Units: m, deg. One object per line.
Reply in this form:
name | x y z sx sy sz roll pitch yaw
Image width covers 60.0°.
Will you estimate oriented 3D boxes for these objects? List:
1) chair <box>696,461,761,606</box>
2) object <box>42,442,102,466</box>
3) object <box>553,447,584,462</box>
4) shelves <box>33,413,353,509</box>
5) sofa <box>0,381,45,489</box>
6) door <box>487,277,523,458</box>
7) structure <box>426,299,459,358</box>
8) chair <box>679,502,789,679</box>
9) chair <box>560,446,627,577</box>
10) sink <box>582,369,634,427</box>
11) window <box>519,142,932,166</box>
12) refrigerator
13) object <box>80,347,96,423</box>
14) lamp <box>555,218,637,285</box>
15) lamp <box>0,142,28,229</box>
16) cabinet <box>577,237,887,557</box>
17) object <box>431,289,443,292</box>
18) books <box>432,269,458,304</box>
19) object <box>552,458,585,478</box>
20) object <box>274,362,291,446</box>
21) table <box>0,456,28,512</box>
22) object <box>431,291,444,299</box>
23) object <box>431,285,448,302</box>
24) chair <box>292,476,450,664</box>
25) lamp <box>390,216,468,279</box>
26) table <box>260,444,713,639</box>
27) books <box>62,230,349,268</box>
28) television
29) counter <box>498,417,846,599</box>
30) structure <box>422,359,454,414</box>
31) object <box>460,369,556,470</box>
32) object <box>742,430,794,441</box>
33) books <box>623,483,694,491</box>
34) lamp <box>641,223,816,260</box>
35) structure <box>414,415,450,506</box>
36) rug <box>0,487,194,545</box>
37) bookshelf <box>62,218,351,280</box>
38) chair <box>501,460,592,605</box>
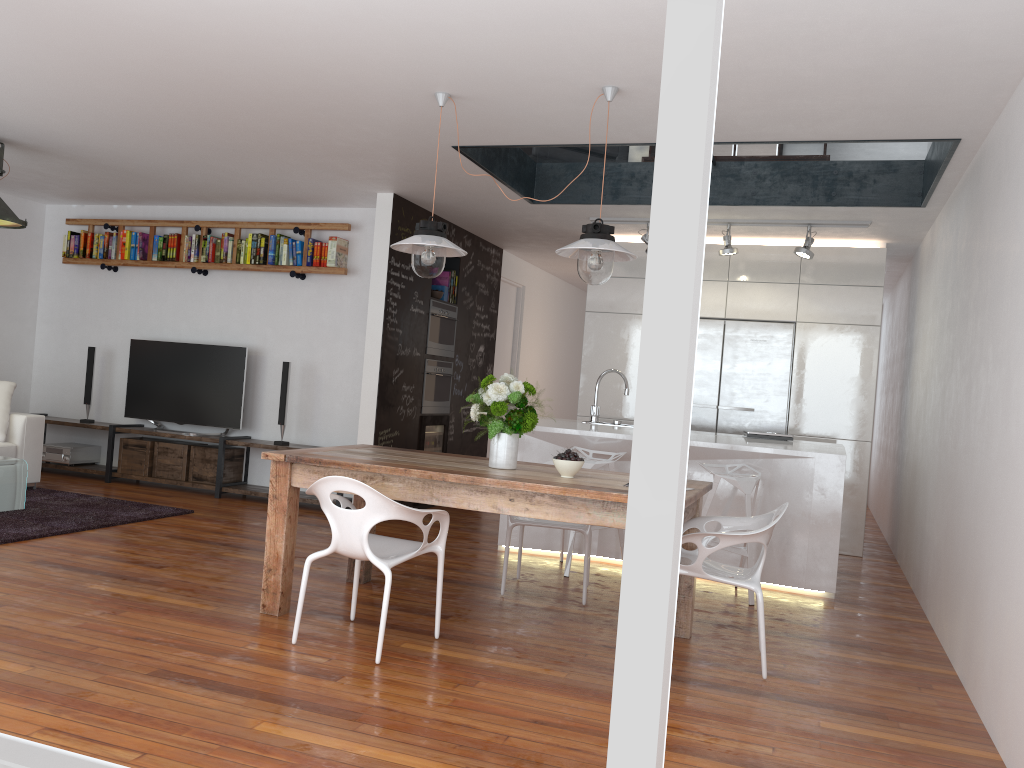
chair | 1.287 0.856 5.171 0.492 0.765 0.428 5 0 -26
object | -4.037 0.642 8.105 0.350 0.170 0.400 5 0 18
object | 0.253 0.326 3.955 0.159 0.095 0.141 5 0 5
shelves | -2.902 0.658 7.728 3.473 0.506 0.414 5 0 19
sofa | -4.630 0.341 5.661 0.987 0.842 3.086 5 0 19
door | -0.146 0.016 9.446 0.120 2.236 0.823 5 0 19
structure | -0.587 -0.473 7.730 0.052 0.462 0.585 5 0 19
chair | 0.920 0.847 3.885 0.505 0.710 0.577 5 0 14
chair | 0.459 0.791 5.533 0.492 0.765 0.428 4 0 29
sink | 0.805 0.183 6.415 0.492 0.570 0.459 5 0 19
window | 1.197 -1.571 5.520 2.700 0.035 1.546 5 0 19
refrigerator | 1.703 0.366 7.380 1.119 1.811 0.142 5 0 19
object | -3.810 0.008 8.011 0.089 0.687 0.089 5 0 4
lamp | 0.383 -0.600 4.029 0.372 0.306 0.372 5 0 -19
lamp | -3.551 -1.371 5.930 0.572 0.561 0.572 5 0 24
cabinet | 1.878 0.038 7.811 2.404 2.506 0.946 5 0 19
object | -0.649 -0.798 7.683 0.077 0.042 0.116 4 0 32
books | -0.630 -0.878 7.982 0.230 0.303 0.152 5 0 19
object | 0.249 0.376 3.955 0.146 0.079 0.146 4 0 28
object | -1.874 0.161 7.318 0.089 0.687 0.089 4 0 29
table | -3.666 0.657 5.879 0.565 0.337 0.551 5 0 19
object | -0.661 -0.765 7.685 0.132 0.069 0.132 5 0 -38
object | -0.647 -0.797 7.832 0.136 0.136 0.110 5 0 12
chair | -0.594 0.725 3.707 0.577 0.710 0.505 5 0 24
lamp | -0.401 -0.662 4.301 0.372 0.306 0.372 5 0 13
table | -0.113 0.756 4.151 1.910 0.735 0.969 5 0 19
books | -1.323 -1.938 7.617 5.671 1.974 0.733 5 0 8
television | -2.846 0.035 7.734 1.230 0.786 0.298 5 0 19
counter | 1.019 0.768 6.061 2.289 0.903 0.956 5 0 19
structure | -0.627 0.028 7.728 0.052 0.462 0.585 5 0 19
object | -0.035 0.154 4.168 0.432 0.476 0.371 5 0 -29
object | 1.740 0.348 6.043 0.298 0.036 0.325 5 0 9
books | 0.635 0.429 3.814 0.218 0.035 0.267 4 0 34
lamp | 1.608 -1.085 6.731 1.324 0.254 0.154 5 0 19
structure | -0.670 0.658 7.723 0.081 0.763 0.582 5 0 19
rug | -3.760 0.826 5.347 1.895 0.019 3.193 5 0 19
bookshelf | -2.742 -1.196 7.829 2.983 0.465 0.161 5 0 19
chair | 0.230 0.795 4.933 0.577 0.710 0.505 5 0 9
